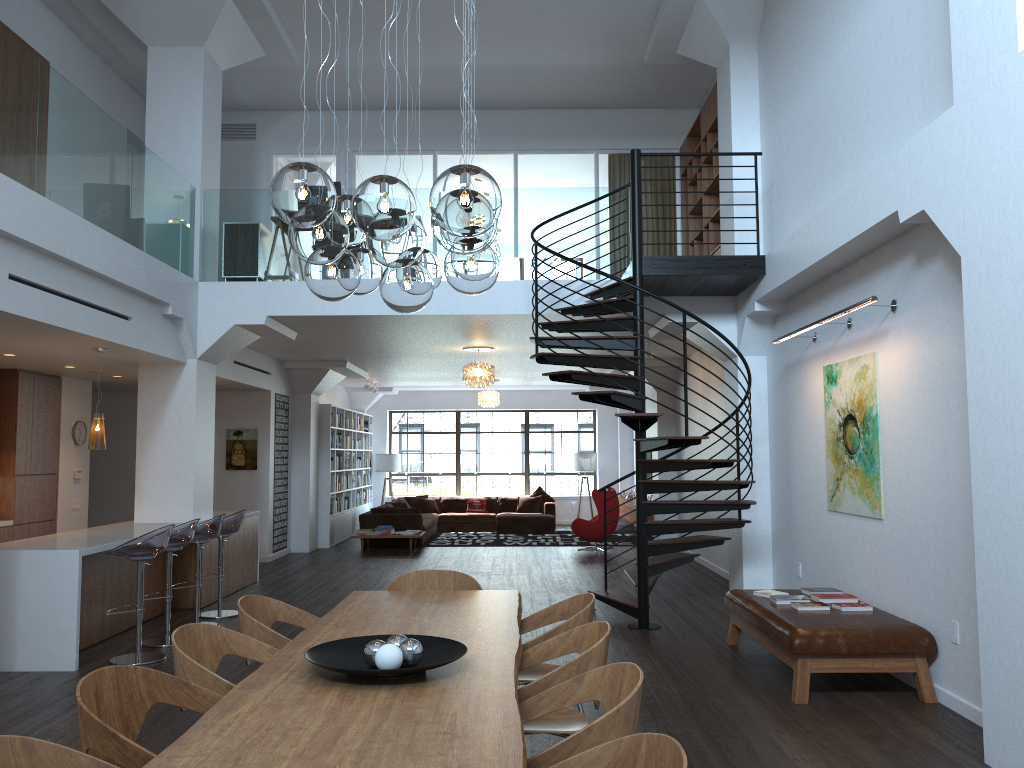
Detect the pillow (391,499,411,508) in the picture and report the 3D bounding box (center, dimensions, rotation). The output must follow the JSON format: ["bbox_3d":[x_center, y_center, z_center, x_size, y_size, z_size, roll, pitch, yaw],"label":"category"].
[{"bbox_3d":[-2.067,2.410,16.929,0.325,0.391,0.625,-2,-5,16],"label":"pillow"}]

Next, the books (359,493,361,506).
[{"bbox_3d":[-3.152,2.333,17.938,0.183,0.253,0.034,0,-5,0],"label":"books"}]

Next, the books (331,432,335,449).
[{"bbox_3d":[-3.156,0.975,15.365,0.176,0.290,0.053,0,-5,0],"label":"books"}]

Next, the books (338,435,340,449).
[{"bbox_3d":[-3.181,1.034,15.873,0.183,0.253,0.042,0,-5,0],"label":"books"}]

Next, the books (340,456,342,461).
[{"bbox_3d":[-3.168,1.423,15.999,0.182,0.253,0.034,0,-5,0],"label":"books"}]

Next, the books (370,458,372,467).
[{"bbox_3d":[-3.156,1.709,19.292,0.182,0.215,0.188,0,-5,0],"label":"books"}]

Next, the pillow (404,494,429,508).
[{"bbox_3d":[-1.942,2.524,18.544,0.580,0.418,0.334,2,-5,-27],"label":"pillow"}]

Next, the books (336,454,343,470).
[{"bbox_3d":[-3.168,1.412,16.096,0.176,0.294,0.102,0,-5,0],"label":"books"}]

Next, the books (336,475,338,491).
[{"bbox_3d":[-3.173,1.756,15.723,0.176,0.290,0.053,0,-5,0],"label":"books"}]

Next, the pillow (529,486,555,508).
[{"bbox_3d":[0.548,2.435,18.636,0.651,0.587,0.335,1,-5,-21],"label":"pillow"}]

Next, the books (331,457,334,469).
[{"bbox_3d":[-3.158,1.381,15.338,0.140,0.231,0.042,0,-5,0],"label":"books"}]

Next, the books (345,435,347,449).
[{"bbox_3d":[-3.164,1.083,16.493,0.182,0.253,0.034,0,-5,0],"label":"books"}]

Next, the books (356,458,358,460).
[{"bbox_3d":[-3.155,1.590,17.770,0.140,0.206,0.042,0,-5,0],"label":"books"}]

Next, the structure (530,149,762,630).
[{"bbox_3d":[1.163,-0.005,8.084,1.998,4.352,1.998,3,-6,-39],"label":"structure"}]

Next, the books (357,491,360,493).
[{"bbox_3d":[-3.161,2.317,17.974,0.176,0.290,0.036,0,-5,0],"label":"books"}]

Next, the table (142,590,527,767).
[{"bbox_3d":[-0.456,1.418,3.216,1.012,0.750,3.803,0,-5,0],"label":"table"}]

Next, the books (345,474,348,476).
[{"bbox_3d":[-3.166,1.829,16.636,0.176,0.290,0.036,0,-5,0],"label":"books"}]

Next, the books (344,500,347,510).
[{"bbox_3d":[-3.155,2.263,16.569,0.126,0.173,0.032,0,-5,0],"label":"books"}]

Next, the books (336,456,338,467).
[{"bbox_3d":[-3.169,1.399,15.662,0.170,0.245,0.057,0,-5,0],"label":"books"}]

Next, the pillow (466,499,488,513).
[{"bbox_3d":[-0.740,2.555,18.583,0.465,0.308,0.220,0,-5,-4],"label":"pillow"}]

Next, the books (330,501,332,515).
[{"bbox_3d":[-3.161,2.109,15.081,0.174,0.240,0.054,0,-5,0],"label":"books"}]

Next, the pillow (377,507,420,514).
[{"bbox_3d":[-1.925,2.293,15.238,0.750,0.364,0.289,0,-5,-1],"label":"pillow"}]

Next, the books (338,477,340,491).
[{"bbox_3d":[-3.167,1.788,15.848,0.171,0.246,0.057,0,-5,0],"label":"books"}]

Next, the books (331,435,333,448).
[{"bbox_3d":[-3.161,0.989,15.202,0.172,0.235,0.112,0,-5,0],"label":"books"}]

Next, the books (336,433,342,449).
[{"bbox_3d":[-3.189,1.037,16.100,0.198,0.284,0.049,0,-5,0],"label":"books"}]

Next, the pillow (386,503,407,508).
[{"bbox_3d":[-1.963,2.273,15.507,0.269,0.411,0.559,4,-6,-44],"label":"pillow"}]

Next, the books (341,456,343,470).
[{"bbox_3d":[-3.158,1.426,16.032,0.182,0.253,0.034,0,-5,0],"label":"books"}]

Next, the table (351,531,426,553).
[{"bbox_3d":[-1.997,2.570,14.429,1.100,0.271,0.853,0,-5,0],"label":"table"}]

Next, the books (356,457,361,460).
[{"bbox_3d":[-3.152,1.607,18.139,0.140,0.231,0.042,0,-5,0],"label":"books"}]

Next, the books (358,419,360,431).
[{"bbox_3d":[-3.169,0.833,17.954,0.171,0.246,0.057,0,-5,0],"label":"books"}]

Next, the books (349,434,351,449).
[{"bbox_3d":[-3.175,1.099,16.879,0.197,0.283,0.065,0,-5,0],"label":"books"}]

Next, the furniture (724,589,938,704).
[{"bbox_3d":[2.176,1.804,6.341,0.907,0.453,1.819,0,-5,0],"label":"furniture"}]

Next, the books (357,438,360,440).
[{"bbox_3d":[-3.167,1.226,18.117,0.140,0.231,0.042,0,-5,0],"label":"books"}]

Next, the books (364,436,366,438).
[{"bbox_3d":[-3.166,1.244,18.710,0.176,0.290,0.036,0,-5,0],"label":"books"}]

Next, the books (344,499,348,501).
[{"bbox_3d":[-3.157,2.258,16.626,0.139,0.191,0.036,0,-5,0],"label":"books"}]

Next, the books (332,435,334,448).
[{"bbox_3d":[-3.165,0.992,15.286,0.174,0.242,0.105,0,-5,0],"label":"books"}]

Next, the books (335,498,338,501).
[{"bbox_3d":[-3.171,2.145,15.634,0.183,0.253,0.042,0,-5,0],"label":"books"}]

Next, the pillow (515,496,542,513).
[{"bbox_3d":[0.342,2.505,18.465,0.542,0.362,0.248,-2,-5,21],"label":"pillow"}]

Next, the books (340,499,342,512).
[{"bbox_3d":[-3.166,2.183,15.961,0.174,0.236,0.142,0,-5,0],"label":"books"}]

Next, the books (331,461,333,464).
[{"bbox_3d":[-3.148,1.407,15.250,0.120,0.167,0.020,0,-5,0],"label":"books"}]

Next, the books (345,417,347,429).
[{"bbox_3d":[-3.171,0.735,16.644,0.140,0.231,0.042,0,-5,0],"label":"books"}]

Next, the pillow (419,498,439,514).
[{"bbox_3d":[-1.751,2.533,18.445,0.489,0.337,0.238,2,-5,-30],"label":"pillow"}]

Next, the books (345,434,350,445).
[{"bbox_3d":[-3.171,1.091,16.819,0.176,0.290,0.053,0,-5,0],"label":"books"}]

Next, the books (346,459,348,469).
[{"bbox_3d":[-3.161,1.495,16.598,0.161,0.207,0.135,0,-5,0],"label":"books"}]

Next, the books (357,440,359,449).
[{"bbox_3d":[-3.169,1.235,17.933,0.134,0.184,0.030,0,-5,0],"label":"books"}]

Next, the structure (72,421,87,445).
[{"bbox_3d":[-5.339,0.606,10.947,0.040,0.300,0.300,0,-5,0],"label":"structure"}]

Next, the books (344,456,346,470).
[{"bbox_3d":[-3.163,1.459,16.367,0.174,0.240,0.054,0,-5,0],"label":"books"}]
